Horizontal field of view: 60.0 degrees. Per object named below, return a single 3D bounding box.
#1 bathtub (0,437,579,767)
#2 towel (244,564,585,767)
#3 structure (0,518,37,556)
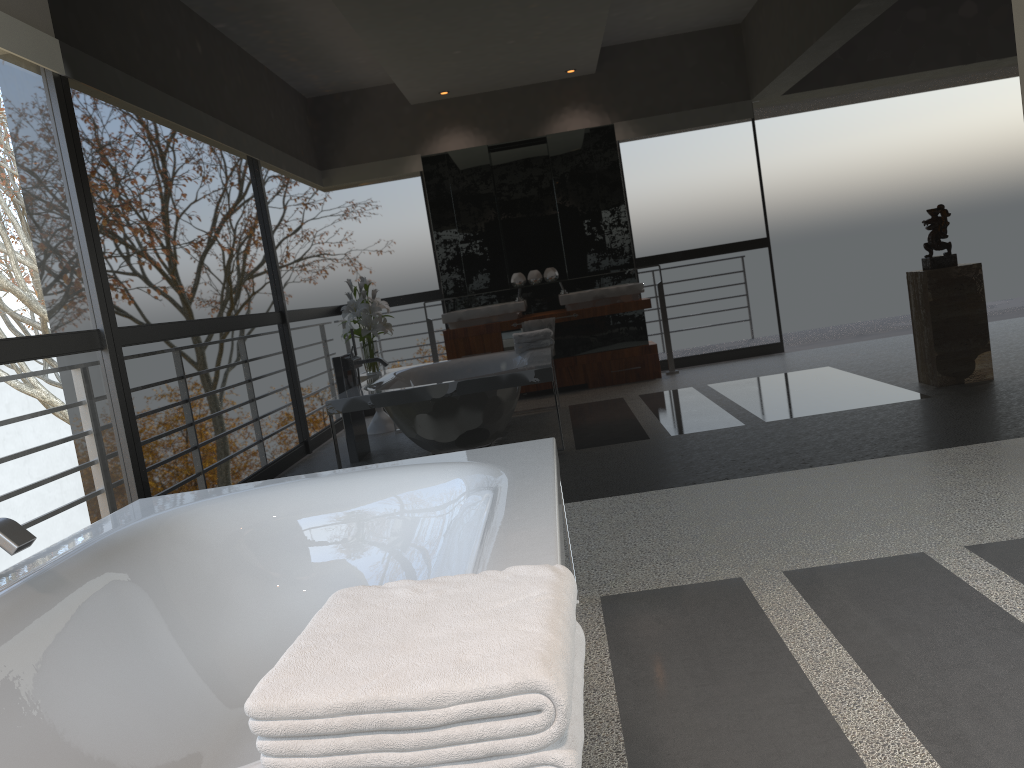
[{"bbox_3d":[-0.523,0.618,1.812,1.327,0.504,1.960,-9,6,3],"label":"bathtub"},{"bbox_3d":[-0.077,0.321,0.961,0.305,0.145,0.322,-8,6,6],"label":"towel"},{"bbox_3d":[-1.147,0.522,1.872,0.330,0.884,0.402,-9,5,3],"label":"structure"}]
